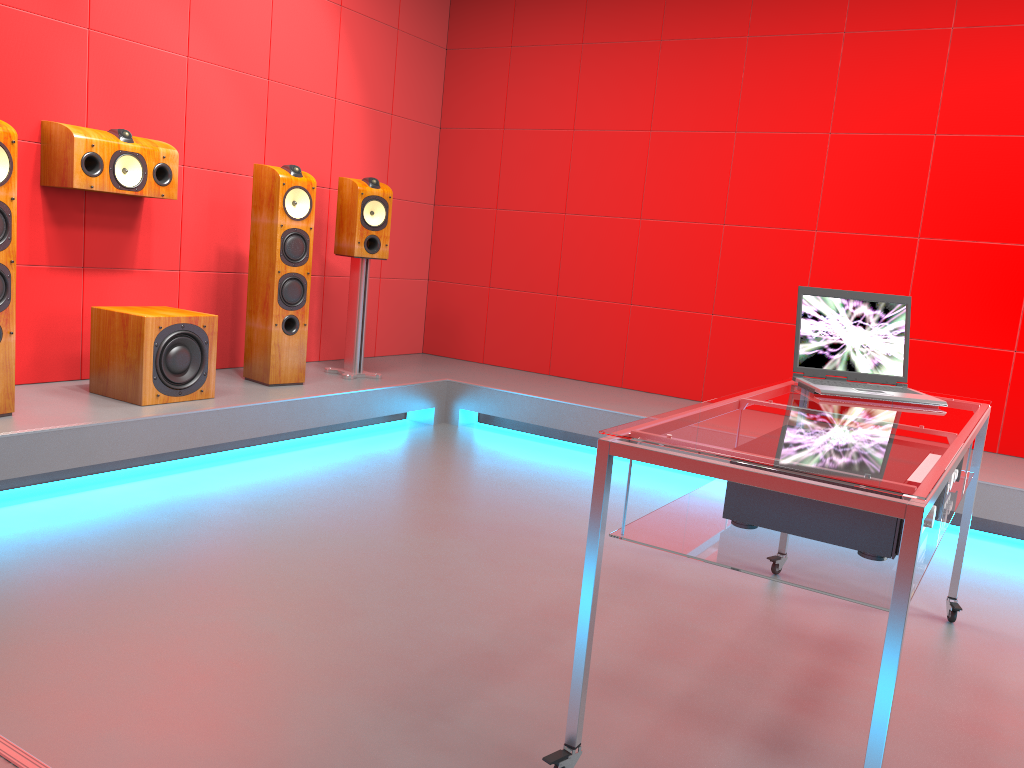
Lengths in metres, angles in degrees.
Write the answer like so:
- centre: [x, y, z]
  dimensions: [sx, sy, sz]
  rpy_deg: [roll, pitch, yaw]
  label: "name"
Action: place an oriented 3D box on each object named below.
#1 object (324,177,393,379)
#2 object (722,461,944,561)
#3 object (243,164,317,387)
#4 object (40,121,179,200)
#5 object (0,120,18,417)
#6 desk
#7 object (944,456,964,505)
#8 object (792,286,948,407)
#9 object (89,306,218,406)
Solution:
- centre: [-0.818, -0.569, 4.755]
  dimensions: [0.231, 1.058, 0.265]
  rpy_deg: [-1, 11, -39]
  label: "object"
- centre: [0.709, 0.227, 1.907]
  dimensions: [0.371, 0.158, 0.431]
  rpy_deg: [10, 10, 31]
  label: "object"
- centre: [-1.125, -0.527, 4.301]
  dimensions: [0.238, 1.052, 0.203]
  rpy_deg: [13, 11, 40]
  label: "object"
- centre: [-1.706, -0.953, 3.789]
  dimensions: [0.235, 0.271, 0.493]
  rpy_deg: [10, 10, 31]
  label: "object"
- centre: [-1.873, -0.410, 3.046]
  dimensions: [0.238, 1.052, 0.203]
  rpy_deg: [9, 9, 21]
  label: "object"
- centre: [0.750, 0.410, 2.161]
  dimensions: [0.594, 0.690, 1.617]
  rpy_deg: [10, 10, 31]
  label: "desk"
- centre: [0.961, 0.220, 2.332]
  dimensions: [0.365, 0.092, 0.435]
  rpy_deg: [10, 10, 31]
  label: "object"
- centre: [1.011, -0.114, 2.516]
  dimensions: [0.342, 0.285, 0.340]
  rpy_deg: [6, 8, 1]
  label: "object"
- centre: [-1.505, -0.128, 3.740]
  dimensions: [0.360, 0.360, 0.360]
  rpy_deg: [10, 10, 31]
  label: "object"
